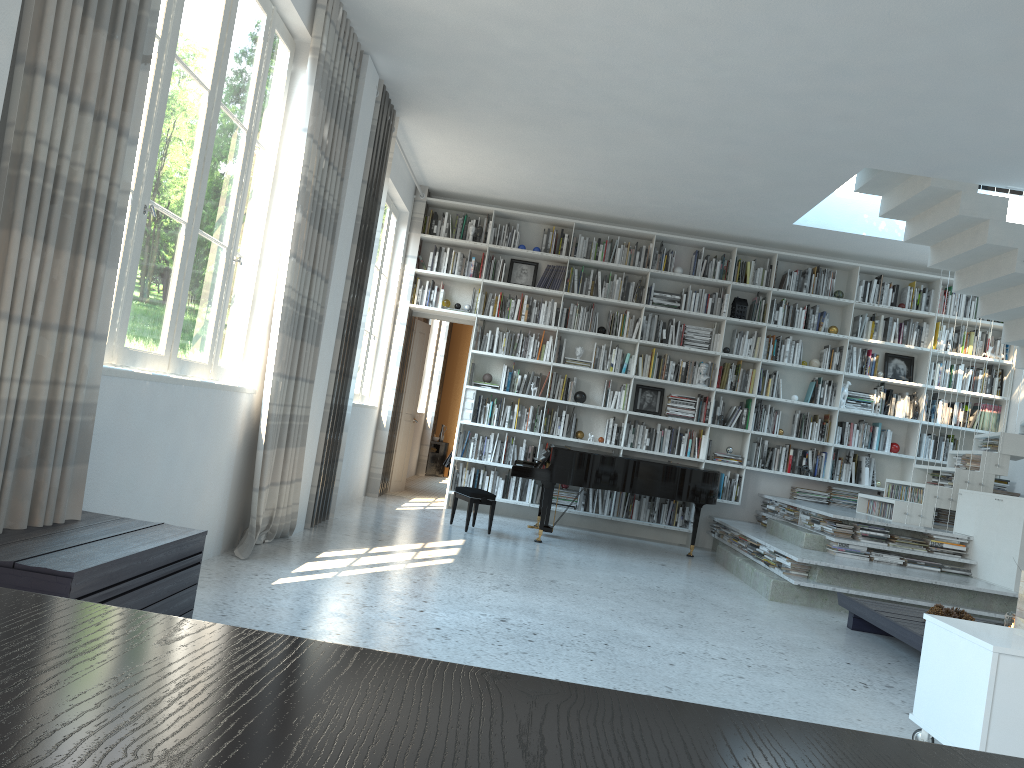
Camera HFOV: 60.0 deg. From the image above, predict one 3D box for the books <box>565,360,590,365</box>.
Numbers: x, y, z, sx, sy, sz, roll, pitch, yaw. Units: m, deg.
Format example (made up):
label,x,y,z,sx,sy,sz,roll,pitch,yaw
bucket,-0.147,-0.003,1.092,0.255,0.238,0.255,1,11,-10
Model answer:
label,x,y,z,sx,sy,sz,roll,pitch,yaw
books,0.680,-0.223,9.258,0.254,0.012,0.161,9,-3,-1

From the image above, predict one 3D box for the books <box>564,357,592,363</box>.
label,x,y,z,sx,sy,sz,roll,pitch,yaw
books,0.684,-0.247,9.256,0.285,0.012,0.159,9,-3,-2

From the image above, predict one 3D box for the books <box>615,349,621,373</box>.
label,x,y,z,sx,sy,sz,roll,pitch,yaw
books,1.093,-0.234,9.240,0.023,0.259,0.170,9,-2,2

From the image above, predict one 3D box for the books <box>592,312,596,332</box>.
label,x,y,z,sx,sy,sz,roll,pitch,yaw
books,0.851,-0.632,9.286,0.009,0.236,0.134,9,-2,2

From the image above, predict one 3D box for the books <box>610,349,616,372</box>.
label,x,y,z,sx,sy,sz,roll,pitch,yaw
books,1.044,-0.235,9.242,0.028,0.247,0.170,9,-2,2

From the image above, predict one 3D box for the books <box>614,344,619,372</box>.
label,x,y,z,sx,sy,sz,roll,pitch,yaw
books,1.079,-0.257,9.241,0.011,0.300,0.178,9,-2,2

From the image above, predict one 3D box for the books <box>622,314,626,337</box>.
label,x,y,z,sx,sy,sz,roll,pitch,yaw
books,1.159,-0.593,9.254,0.006,0.253,0.180,9,-2,2

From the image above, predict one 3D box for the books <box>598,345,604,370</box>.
label,x,y,z,sx,sy,sz,roll,pitch,yaw
books,0.927,-0.264,9.254,0.022,0.267,0.151,9,-2,2

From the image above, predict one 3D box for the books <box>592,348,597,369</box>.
label,x,y,z,sx,sy,sz,roll,pitch,yaw
books,0.855,-0.257,9.260,0.010,0.232,0.154,9,-2,2

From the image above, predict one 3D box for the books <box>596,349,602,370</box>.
label,x,y,z,sx,sy,sz,roll,pitch,yaw
books,0.901,-0.247,9.269,0.024,0.227,0.137,9,-2,2

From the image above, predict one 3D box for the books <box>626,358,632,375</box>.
label,x,y,z,sx,sy,sz,roll,pitch,yaw
books,1.218,-0.173,9.251,0.027,0.181,0.142,9,-2,2

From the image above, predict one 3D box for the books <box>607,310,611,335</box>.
label,x,y,z,sx,sy,sz,roll,pitch,yaw
books,1.008,-0.628,9.281,0.012,0.275,0.129,9,-2,2

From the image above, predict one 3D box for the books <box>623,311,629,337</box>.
label,x,y,z,sx,sy,sz,roll,pitch,yaw
books,1.183,-0.605,9.253,0.022,0.284,0.190,9,-2,2

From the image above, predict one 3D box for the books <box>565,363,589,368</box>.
label,x,y,z,sx,sy,sz,roll,pitch,yaw
books,0.675,-0.186,9.263,0.254,0.012,0.161,9,-3,2

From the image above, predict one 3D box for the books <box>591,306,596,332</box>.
label,x,y,z,sx,sy,sz,roll,pitch,yaw
books,0.845,-0.660,9.253,0.011,0.287,0.189,9,-2,2

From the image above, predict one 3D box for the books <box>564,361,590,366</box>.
label,x,y,z,sx,sy,sz,roll,pitch,yaw
books,0.678,-0.211,9.253,0.254,0.012,0.161,9,-3,-3

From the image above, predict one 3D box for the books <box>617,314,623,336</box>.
label,x,y,z,sx,sy,sz,roll,pitch,yaw
books,1.117,-0.596,9.238,0.013,0.243,0.189,9,-2,2

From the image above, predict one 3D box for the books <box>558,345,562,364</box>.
label,x,y,z,sx,sy,sz,roll,pitch,yaw
books,0.503,-0.301,9.273,0.034,0.209,0.136,9,-2,2

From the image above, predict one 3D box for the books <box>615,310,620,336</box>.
label,x,y,z,sx,sy,sz,roll,pitch,yaw
books,1.099,-0.620,9.273,0.033,0.287,0.155,9,-2,2

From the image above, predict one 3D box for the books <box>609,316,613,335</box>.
label,x,y,z,sx,sy,sz,roll,pitch,yaw
books,1.025,-0.596,9.269,0.013,0.216,0.149,9,-2,2

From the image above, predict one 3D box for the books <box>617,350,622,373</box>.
label,x,y,z,sx,sy,sz,roll,pitch,yaw
books,1.115,-0.228,9.260,0.022,0.256,0.152,9,-2,2

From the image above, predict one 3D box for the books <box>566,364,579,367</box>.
label,x,y,z,sx,sy,sz,roll,pitch,yaw
books,0.673,-0.175,9.259,0.285,0.012,0.159,9,-3,0

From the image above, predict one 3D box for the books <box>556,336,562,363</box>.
label,x,y,z,sx,sy,sz,roll,pitch,yaw
books,0.488,-0.348,9.286,0.011,0.298,0.135,9,-2,2

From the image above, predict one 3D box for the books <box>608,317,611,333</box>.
label,x,y,z,sx,sy,sz,roll,pitch,yaw
books,1.014,-0.609,9.277,0.005,0.239,0.146,9,-2,2

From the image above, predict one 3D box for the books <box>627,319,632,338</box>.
label,x,y,z,sx,sy,sz,roll,pitch,yaw
books,1.221,-0.563,9.262,0.024,0.216,0.142,9,-2,2

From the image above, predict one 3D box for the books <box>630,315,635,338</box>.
label,x,y,z,sx,sy,sz,roll,pitch,yaw
books,1.247,-0.581,9.252,0.022,0.257,0.155,9,-2,2

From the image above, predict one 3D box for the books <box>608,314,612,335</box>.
label,x,y,z,sx,sy,sz,roll,pitch,yaw
books,1.018,-0.610,9.252,0.005,0.240,0.173,9,-2,2

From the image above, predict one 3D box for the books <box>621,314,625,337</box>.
label,x,y,z,sx,sy,sz,roll,pitch,yaw
books,1.155,-0.600,9.261,0.004,0.265,0.142,9,-2,2

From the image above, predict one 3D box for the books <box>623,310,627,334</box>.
label,x,y,z,sx,sy,sz,roll,pitch,yaw
books,1.169,-0.617,9.257,0.006,0.303,0.165,9,-2,2

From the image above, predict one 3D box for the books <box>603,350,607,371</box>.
label,x,y,z,sx,sy,sz,roll,pitch,yaw
books,0.970,-0.235,9.256,0.048,0.224,0.149,9,-2,2

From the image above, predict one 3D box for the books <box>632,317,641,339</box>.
label,x,y,z,sx,sy,sz,roll,pitch,yaw
books,1.288,-0.565,9.229,0.064,0.237,0.209,9,-2,2

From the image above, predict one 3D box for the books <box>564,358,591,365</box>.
label,x,y,z,sx,sy,sz,roll,pitch,yaw
books,0.682,-0.235,9.261,0.285,0.012,0.159,9,-3,4

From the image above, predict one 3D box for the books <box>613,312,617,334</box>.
label,x,y,z,sx,sy,sz,roll,pitch,yaw
books,1.066,-0.614,9.274,0.009,0.266,0.149,9,-2,2

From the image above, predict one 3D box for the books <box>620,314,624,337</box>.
label,x,y,z,sx,sy,sz,roll,pitch,yaw
books,1.143,-0.596,9.261,0.017,0.253,0.139,9,-2,2

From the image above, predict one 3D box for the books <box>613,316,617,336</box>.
label,x,y,z,sx,sy,sz,roll,pitch,yaw
books,1.069,-0.590,9.240,0.006,0.216,0.181,9,-2,2

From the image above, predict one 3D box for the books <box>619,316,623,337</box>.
label,x,y,z,sx,sy,sz,roll,pitch,yaw
books,1.129,-0.589,9.274,0.011,0.236,0.130,9,-2,2

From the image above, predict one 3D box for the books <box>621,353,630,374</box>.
label,x,y,z,sx,sy,sz,roll,pitch,yaw
books,1.179,-0.204,9.235,0.060,0.227,0.179,9,-2,2

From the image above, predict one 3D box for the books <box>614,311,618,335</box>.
label,x,y,z,sx,sy,sz,roll,pitch,yaw
books,1.079,-0.617,9.263,0.005,0.275,0.157,9,-2,2

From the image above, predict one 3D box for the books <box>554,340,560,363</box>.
label,x,y,z,sx,sy,sz,roll,pitch,yaw
books,0.467,-0.331,9.267,0.024,0.257,0.134,9,-2,2

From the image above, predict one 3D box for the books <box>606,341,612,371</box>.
label,x,y,z,sx,sy,sz,roll,pitch,yaw
books,1.007,-0.283,9.249,0.010,0.329,0.173,9,-2,2

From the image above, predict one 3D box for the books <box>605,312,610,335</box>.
label,x,y,z,sx,sy,sz,roll,pitch,yaw
books,0.998,-0.619,9.273,0.005,0.254,0.161,9,-2,2

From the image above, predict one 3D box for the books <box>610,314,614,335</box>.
label,x,y,z,sx,sy,sz,roll,pitch,yaw
books,1.035,-0.605,9.243,0.005,0.236,0.178,9,-2,2

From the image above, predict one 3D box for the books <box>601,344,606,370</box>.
label,x,y,z,sx,sy,sz,roll,pitch,yaw
books,0.945,-0.271,9.242,0.012,0.286,0.167,9,-2,2

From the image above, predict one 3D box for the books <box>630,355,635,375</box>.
label,x,y,z,sx,sy,sz,roll,pitch,yaw
books,1.248,-0.187,9.253,0.026,0.217,0.126,9,-2,2

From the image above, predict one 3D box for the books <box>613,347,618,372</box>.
label,x,y,z,sx,sy,sz,roll,pitch,yaw
books,1.065,-0.242,9.232,0.012,0.265,0.193,9,-2,2

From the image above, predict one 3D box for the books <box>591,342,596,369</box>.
label,x,y,z,sx,sy,sz,roll,pitch,yaw
books,0.848,-0.285,9.248,0.012,0.285,0.159,9,-2,2

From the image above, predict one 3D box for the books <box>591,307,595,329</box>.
label,x,y,z,sx,sy,sz,roll,pitch,yaw
books,0.838,-0.659,9.272,0.004,0.284,0.167,9,-2,2

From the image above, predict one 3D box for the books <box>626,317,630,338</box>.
label,x,y,z,sx,sy,sz,roll,pitch,yaw
books,1.205,-0.573,9.262,0.011,0.229,0.166,9,-2,2

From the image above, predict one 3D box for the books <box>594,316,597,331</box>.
label,x,y,z,sx,sy,sz,roll,pitch,yaw
books,0.867,-0.616,9.276,0.004,0.209,0.132,9,-2,2

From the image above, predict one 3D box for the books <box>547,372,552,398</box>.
label,x,y,z,sx,sy,sz,roll,pitch,yaw
books,0.394,0.015,9.262,0.012,0.285,0.159,9,-2,2

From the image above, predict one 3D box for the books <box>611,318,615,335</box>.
label,x,y,z,sx,sy,sz,roll,pitch,yaw
books,1.050,-0.584,9.264,0.011,0.200,0.162,9,-2,2

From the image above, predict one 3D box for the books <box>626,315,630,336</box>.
label,x,y,z,sx,sy,sz,roll,pitch,yaw
books,1.197,-0.588,9.259,0.010,0.257,0.140,9,-2,2

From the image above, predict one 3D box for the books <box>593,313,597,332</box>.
label,x,y,z,sx,sy,sz,roll,pitch,yaw
books,0.860,-0.621,9.279,0.012,0.218,0.151,9,-2,2

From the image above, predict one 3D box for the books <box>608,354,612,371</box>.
label,x,y,z,sx,sy,sz,roll,pitch,yaw
books,1.013,-0.210,9.261,0.025,0.189,0.140,9,-2,2

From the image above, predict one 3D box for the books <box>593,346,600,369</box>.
label,x,y,z,sx,sy,sz,roll,pitch,yaw
books,0.876,-0.262,9.241,0.030,0.247,0.174,9,-2,2

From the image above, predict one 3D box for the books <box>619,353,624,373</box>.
label,x,y,z,sx,sy,sz,roll,pitch,yaw
books,1.136,-0.205,9.259,0.026,0.219,0.150,9,-2,2

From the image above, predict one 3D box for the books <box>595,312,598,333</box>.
label,x,y,z,sx,sy,sz,roll,pitch,yaw
books,0.885,-0.625,9.269,0.031,0.232,0.148,9,-2,2

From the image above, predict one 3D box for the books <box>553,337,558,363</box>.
label,x,y,z,sx,sy,sz,roll,pitch,yaw
books,0.452,-0.348,9.275,0.012,0.285,0.159,9,-2,2

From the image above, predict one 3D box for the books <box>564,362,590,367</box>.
label,x,y,z,sx,sy,sz,roll,pitch,yaw
books,0.676,-0.199,9.255,0.254,0.012,0.161,9,-3,-2

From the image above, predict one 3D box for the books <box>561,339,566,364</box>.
label,x,y,z,sx,sy,sz,roll,pitch,yaw
books,0.535,-0.331,9.268,0.021,0.277,0.136,9,-2,2
